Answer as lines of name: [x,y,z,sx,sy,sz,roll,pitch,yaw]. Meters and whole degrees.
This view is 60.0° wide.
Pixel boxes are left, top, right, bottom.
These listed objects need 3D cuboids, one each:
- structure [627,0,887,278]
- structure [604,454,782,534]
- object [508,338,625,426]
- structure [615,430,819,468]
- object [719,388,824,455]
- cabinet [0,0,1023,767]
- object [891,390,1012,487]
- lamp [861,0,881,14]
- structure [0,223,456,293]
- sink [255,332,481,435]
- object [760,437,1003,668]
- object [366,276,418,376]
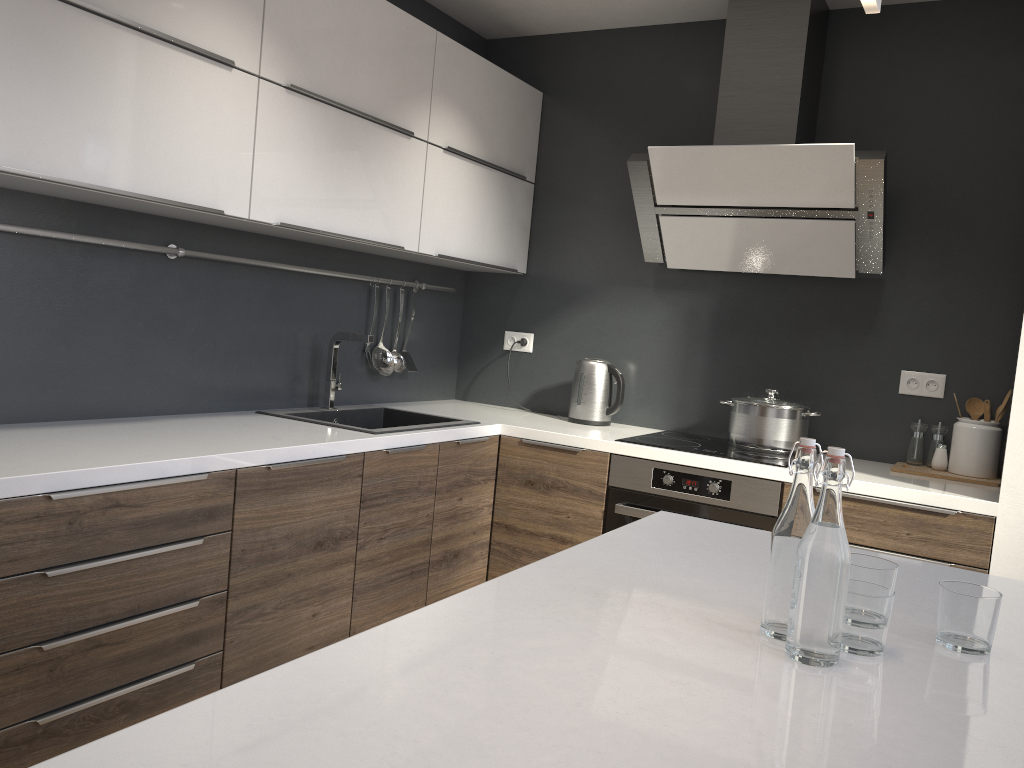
structure: [0.912,-0.917,3.229,0.898,0.998,0.407,8,5,29]
structure: [0.704,0.570,3.219,0.587,0.588,0.584,8,5,29]
object: [0.215,-0.013,3.732,0.590,0.318,0.179,8,5,36]
structure: [0.758,0.229,3.236,0.600,0.006,0.550,8,5,29]
object: [0.949,0.129,3.273,0.288,0.223,0.315,4,4,-20]
cabinet: [-0.340,-0.153,1.490,2.402,2.501,4.694,8,5,29]
object: [1.499,0.157,3.024,0.330,0.316,0.221,8,5,29]
lamp: [0.339,-0.931,0.886,0.020,0.756,0.998,8,5,29]
structure: [-1.004,-0.396,2.659,0.050,0.045,3.000,8,5,29]
sink: [-0.487,0.090,3.130,0.512,0.518,0.626,8,5,29]
object: [0.511,0.219,1.157,0.323,0.267,0.148,5,4,-6]
object: [-0.485,-0.231,3.608,0.069,0.389,0.320,8,5,30]
